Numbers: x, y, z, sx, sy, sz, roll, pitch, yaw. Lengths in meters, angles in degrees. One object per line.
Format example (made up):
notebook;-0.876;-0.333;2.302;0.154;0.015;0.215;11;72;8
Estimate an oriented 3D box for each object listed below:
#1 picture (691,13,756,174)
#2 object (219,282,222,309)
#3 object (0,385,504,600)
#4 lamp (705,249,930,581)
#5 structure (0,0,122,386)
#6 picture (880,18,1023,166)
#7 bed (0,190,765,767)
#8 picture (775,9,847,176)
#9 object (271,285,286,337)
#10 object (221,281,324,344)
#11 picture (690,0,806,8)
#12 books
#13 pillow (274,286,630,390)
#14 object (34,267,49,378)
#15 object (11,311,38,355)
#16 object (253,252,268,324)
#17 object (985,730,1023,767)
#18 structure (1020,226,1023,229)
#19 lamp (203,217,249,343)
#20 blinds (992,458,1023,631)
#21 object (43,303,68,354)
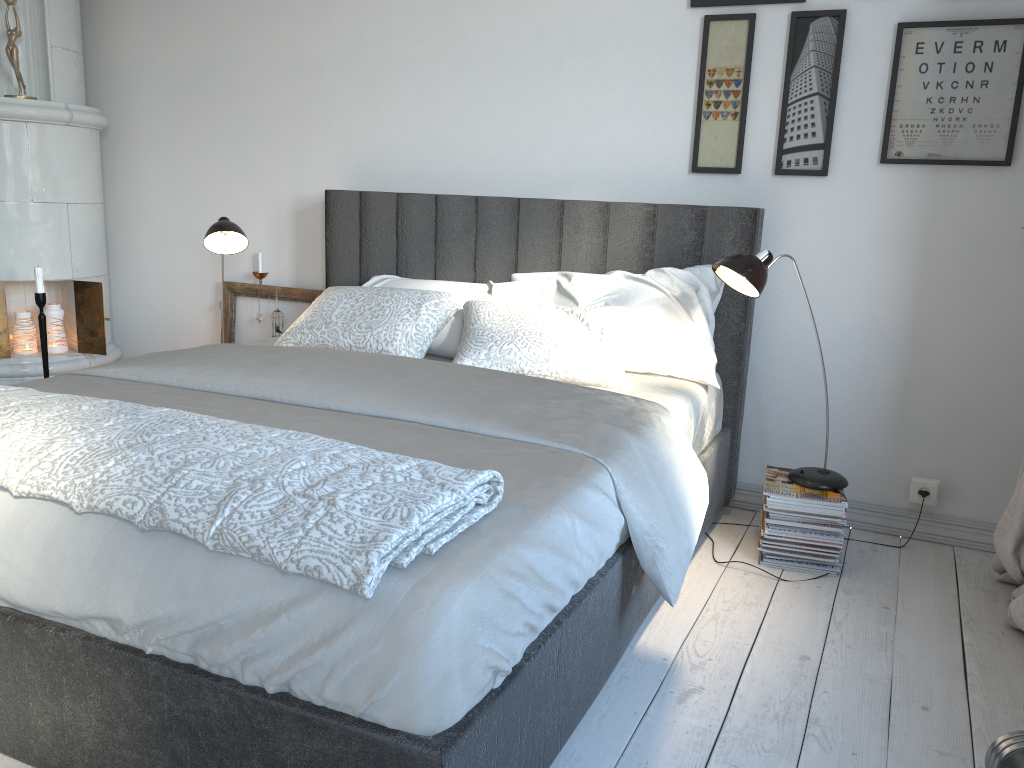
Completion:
picture;0.703;-0.962;2.954;0.165;0.506;0.020;8;14;23
object;-1.293;-0.398;3.957;0.024;0.127;0.023;4;13;7
object;-0.746;0.122;1.636;1.459;0.104;0.403;8;13;23
lamp;0.955;0.077;2.661;0.800;0.940;0.448;4;13;6
structure;-2.057;-1.131;3.552;0.800;2.847;1.243;-3;14;-21
picture;1.336;-0.877;2.682;0.364;0.416;0.021;8;14;23
bed;-0.393;0.016;2.393;1.886;1.051;2.170;8;13;23
picture;0.956;-0.928;2.845;0.165;0.506;0.020;8;14;23
object;-1.012;-0.315;3.844;0.063;0.229;0.062;-9;17;-41
object;-1.067;-0.115;3.901;0.527;0.633;0.082;8;14;23
picture;0.765;-1.342;2.847;0.365;0.233;0.020;8;14;23
books;0.898;0.413;2.761;0.245;0.233;0.345;6;13;15
pillow;-0.184;-0.162;2.739;1.146;0.226;0.414;6;13;16
object;-1.845;-0.110;3.503;0.091;0.721;0.091;11;15;32
object;-2.066;-0.216;3.755;0.092;0.180;0.092;9;14;27
object;-1.099;-0.422;3.879;0.067;0.321;0.067;-2;13;-17
object;0.935;0.725;1.555;0.129;0.129;0.327;4;12;8
structure;1.586;-0.667;2.582;0.134;0.516;0.078;5;13;11
lamp;-1.220;-0.212;3.594;0.824;0.940;0.449;13;17;40
blinds;1.399;-0.637;1.950;0.224;2.658;0.828;8;14;23
object;-1.964;-0.238;3.805;0.098;0.211;0.098;8;14;22
